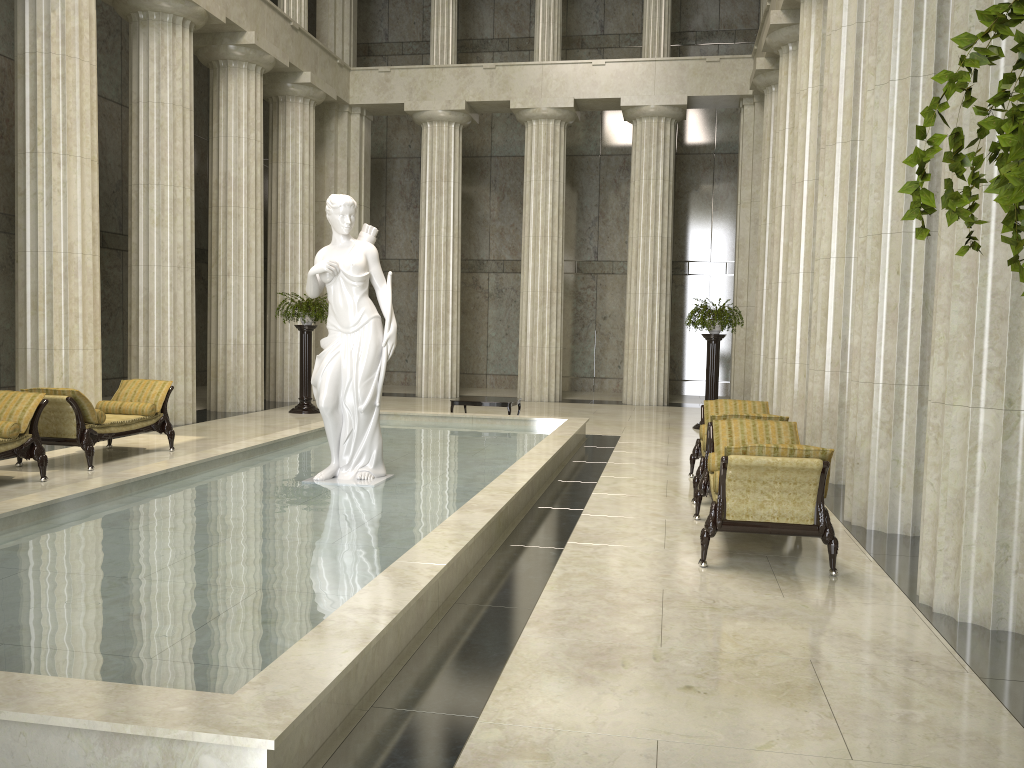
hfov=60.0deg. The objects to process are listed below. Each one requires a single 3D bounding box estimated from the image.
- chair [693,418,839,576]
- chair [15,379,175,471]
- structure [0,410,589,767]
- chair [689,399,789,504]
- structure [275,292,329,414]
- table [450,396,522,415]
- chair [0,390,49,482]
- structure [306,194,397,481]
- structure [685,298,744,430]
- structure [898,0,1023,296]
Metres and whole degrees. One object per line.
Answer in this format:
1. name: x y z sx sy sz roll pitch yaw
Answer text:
1. chair: 2.036 0.850 7.322 0.993 0.950 2.172 2 4 10
2. chair: -5.157 0.459 11.114 0.993 0.950 2.172 2 4 10
3. structure: -1.627 1.072 9.031 3.754 0.508 11.573 2 4 10
4. chair: 2.475 0.711 9.746 0.993 0.950 2.172 2 4 10
5. structure: -4.063 -0.628 17.492 1.159 2.386 1.053 2 4 5
6. table: -0.450 0.513 15.639 1.134 0.494 1.123 2 4 9
7. chair: -5.596 0.599 8.689 0.993 0.950 2.172 2 4 10
8. structure: -1.625 -0.377 8.921 0.940 3.044 0.729 2 4 5
9. structure: 3.644 -0.374 16.104 1.053 2.386 1.159 2 4 15
10. structure: 0.883 0.509 0.743 1.159 2.386 1.053 4 5 40
